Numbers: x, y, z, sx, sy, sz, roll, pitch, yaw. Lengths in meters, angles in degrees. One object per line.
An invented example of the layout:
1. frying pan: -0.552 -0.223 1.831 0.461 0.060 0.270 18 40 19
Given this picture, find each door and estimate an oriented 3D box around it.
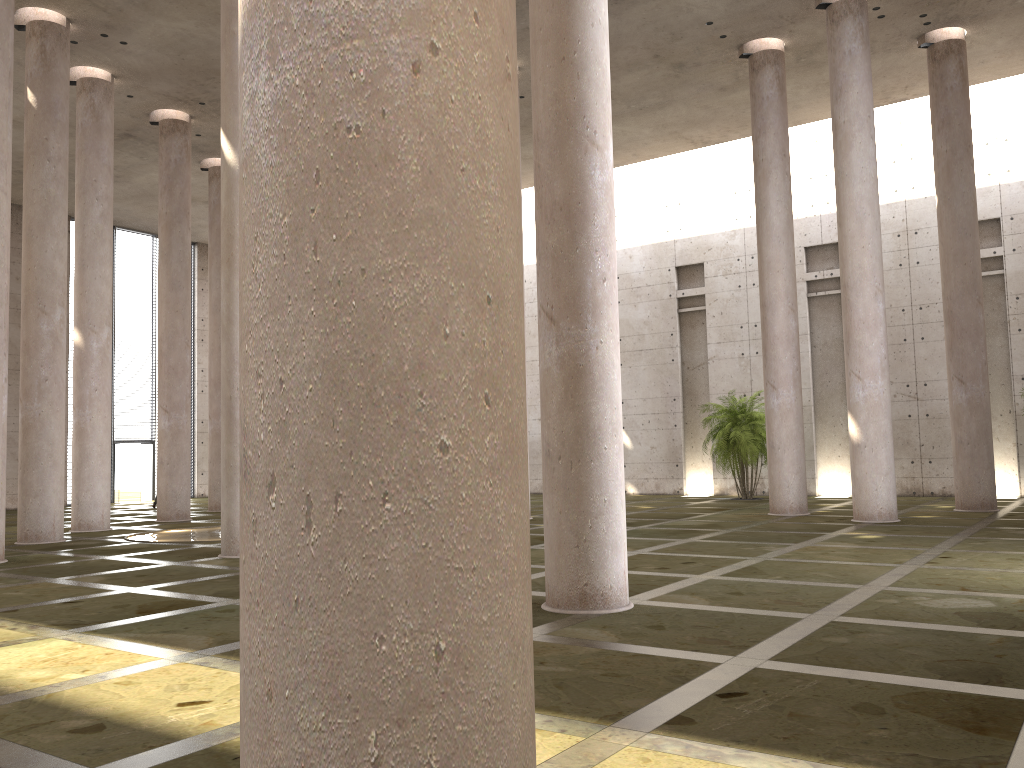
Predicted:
1. door: -14.511 3.324 33.673 0.761 2.300 2.132 -3 -5 15

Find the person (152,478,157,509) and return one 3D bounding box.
1. person: -10.952 3.056 27.779 0.789 1.752 0.001 -3 -5 15

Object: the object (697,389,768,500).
1. object: 6.669 1.777 25.291 2.483 3.247 2.333 0 -5 -17

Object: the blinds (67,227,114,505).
1. blinds: -15.576 -0.696 32.715 0.202 10.110 1.676 -5 -5 35

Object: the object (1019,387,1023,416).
1. object: 13.358 1.244 20.634 2.483 3.247 2.333 0 -5 -17

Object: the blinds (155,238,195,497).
1. blinds: -13.539 -0.646 35.635 0.202 10.355 1.676 -5 -5 35

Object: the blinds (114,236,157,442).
1. blinds: -14.536 -1.712 34.222 0.202 7.905 1.676 -5 -5 35

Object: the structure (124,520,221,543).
1. structure: -5.830 2.835 18.220 3.913 1.279 3.916 -2 -4 7
